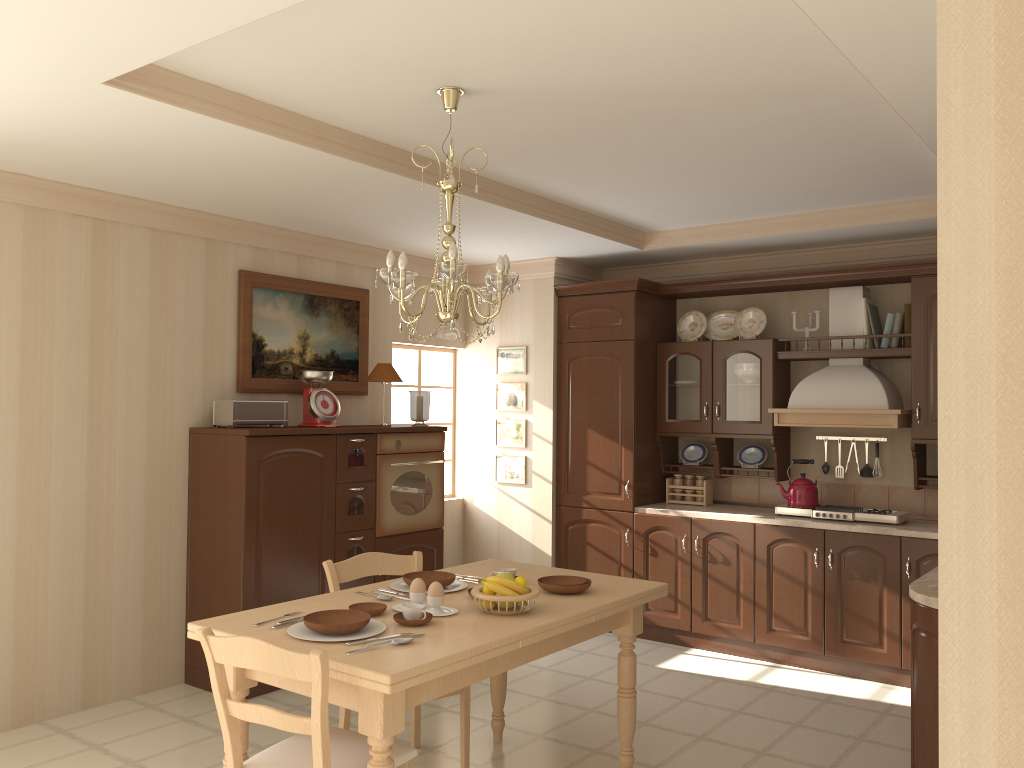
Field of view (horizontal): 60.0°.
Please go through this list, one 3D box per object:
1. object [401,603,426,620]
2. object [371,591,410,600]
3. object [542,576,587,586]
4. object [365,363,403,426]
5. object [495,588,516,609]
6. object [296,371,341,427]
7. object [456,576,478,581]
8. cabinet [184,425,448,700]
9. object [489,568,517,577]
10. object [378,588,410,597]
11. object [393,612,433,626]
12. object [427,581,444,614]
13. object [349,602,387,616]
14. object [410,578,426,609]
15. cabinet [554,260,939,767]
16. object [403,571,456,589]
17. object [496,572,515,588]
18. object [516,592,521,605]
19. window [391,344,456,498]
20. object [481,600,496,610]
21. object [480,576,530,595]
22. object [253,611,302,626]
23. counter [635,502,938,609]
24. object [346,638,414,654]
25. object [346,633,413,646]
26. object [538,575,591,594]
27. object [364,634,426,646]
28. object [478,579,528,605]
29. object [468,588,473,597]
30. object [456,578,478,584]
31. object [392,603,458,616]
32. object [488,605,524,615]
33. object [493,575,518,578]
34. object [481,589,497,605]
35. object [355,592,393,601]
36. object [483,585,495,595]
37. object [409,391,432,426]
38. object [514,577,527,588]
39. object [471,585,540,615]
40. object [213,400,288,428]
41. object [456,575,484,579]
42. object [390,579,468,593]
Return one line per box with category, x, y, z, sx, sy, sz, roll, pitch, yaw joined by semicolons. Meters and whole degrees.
object;-0.312;0.737;2.833;0.063;0.055;0.119;2;-2;-39
object;-0.442;0.774;3.248;0.216;0.004;0.022;-1;-2;42
object;0.198;0.761;3.357;0.168;0.034;0.168;2;-2;-42
object;-0.792;0.067;5.488;0.235;0.388;0.237;2;-2;-41
object;-0.020;0.726;3.003;0.077;0.065;0.076;0;-2;13
object;-1.125;0.087;5.125;0.263;0.317;0.218;-1;-2;41
object;-0.194;0.784;3.581;0.212;0.008;0.018;-1;-2;36
cabinet;-1.053;0.923;5.134;0.538;1.349;1.513;-1;-2;37
object;-0.037;0.757;3.478;0.119;0.055;0.063;1;-2;-24
object;-0.417;0.774;3.273;0.221;0.008;0.023;-1;-2;42
object;-0.317;0.754;2.839;0.126;0.026;0.127;0;-2;28
object;-0.257;0.718;2.990;0.058;0.104;0.058;0;-2;15
object;-0.482;0.756;2.961;0.126;0.026;0.127;0;-2;28
object;-0.323;0.719;3.051;0.058;0.104;0.058;0;-2;15
cabinet;1.229;0.450;4.642;3.226;2.313;2.436;-1;-2;37
object;-0.319;0.759;3.413;0.204;0.042;0.204;-1;-2;37
object;-0.025;0.677;3.051;0.069;0.061;0.068;2;-2;-37
object;0.002;0.733;3.067;0.070;0.069;0.068;2;-2;-44
window;-0.673;0.282;6.299;0.050;1.100;0.765;-1;-2;37
object;-0.080;0.741;3.001;0.046;0.046;0.055;1;-2;-20
object;-0.014;0.685;2.984;0.184;0.085;0.066;1;-2;-15
object;-0.759;0.762;2.883;0.028;0.004;0.218;0;-2;27
counter;1.461;0.785;4.444;2.603;0.034;2.422;-1;-2;37
object;-0.378;0.754;2.555;0.219;0.011;0.047;2;-2;-37
object;-0.394;0.757;2.641;0.221;0.008;0.023;2;-2;-38
object;0.199;0.765;3.359;0.204;0.042;0.204;1;-2;-14
object;-0.342;0.759;2.636;0.216;0.004;0.022;2;-2;-38
object;-0.023;0.702;2.965;0.176;0.094;0.064;1;-2;-16
object;-0.099;0.767;3.241;0.126;0.026;0.127;1;-2;2
object;-0.215;0.783;3.549;0.218;0.008;0.022;-1;-2;39
object;-0.297;0.769;3.019;0.245;0.005;0.157;0;-2;34
object;-0.023;0.769;3.029;0.128;0.011;0.128;1;-2;-12
object;-0.031;0.774;3.481;0.127;0.026;0.126;1;-2;-26
object;-0.069;0.727;3.060;0.074;0.076;0.072;0;-2;12
object;-0.505;0.771;3.231;0.047;0.011;0.219;2;-2;-44
object;-0.075;0.694;3.013;0.045;0.053;0.051;0;-2;25
object;-0.581;0.155;5.592;0.144;0.220;0.144;0;-2;20
object;0.028;0.685;3.046;0.047;0.046;0.054;1;-2;-12
object;-0.023;0.738;3.030;0.235;0.068;0.235;1;-2;-6
object;-1.416;0.162;4.838;0.192;0.150;0.360;-1;-2;37
object;-0.211;0.788;3.644;0.218;0.004;0.028;0;-2;27
object;-0.319;0.777;3.412;0.299;0.009;0.299;-1;-2;35
